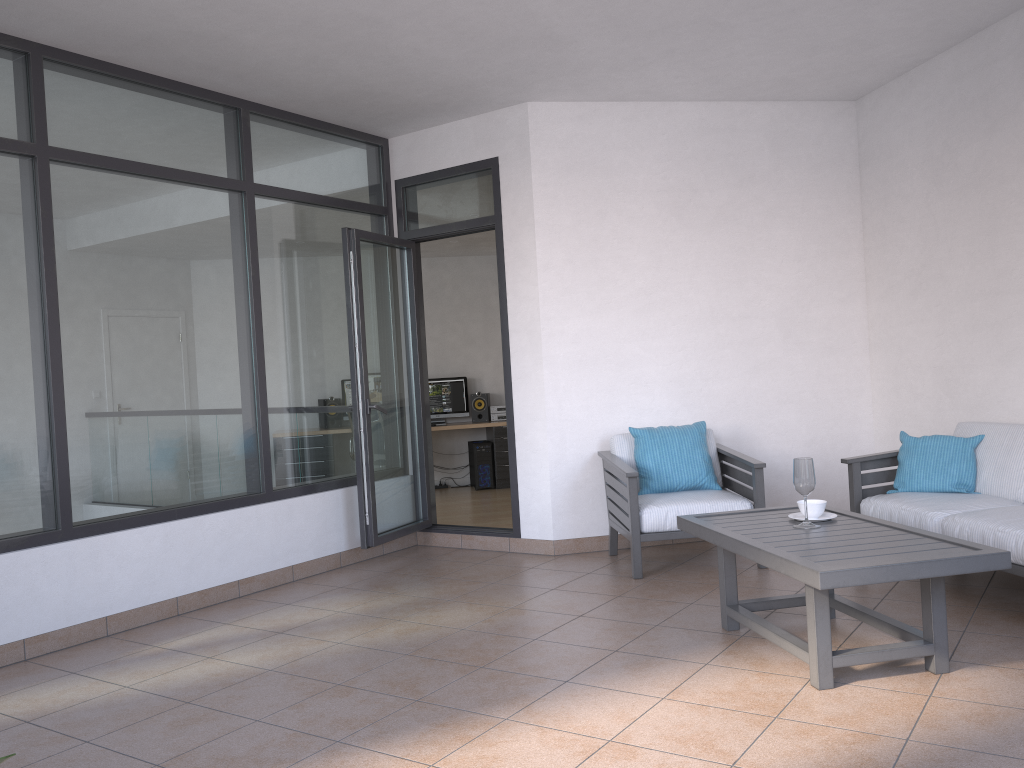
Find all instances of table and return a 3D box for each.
[{"bbox_3d":[1.241,0.825,3.562,0.710,0.473,1.260,-4,1,-11],"label":"table"}]

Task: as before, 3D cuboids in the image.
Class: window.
[{"bbox_3d":[-2.286,-0.438,4.308,0.170,2.402,5.002,-3,1,34],"label":"window"}]

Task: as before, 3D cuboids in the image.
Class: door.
[{"bbox_3d":[-0.552,-0.206,5.811,0.905,2.500,0.924,-3,1,34],"label":"door"}]

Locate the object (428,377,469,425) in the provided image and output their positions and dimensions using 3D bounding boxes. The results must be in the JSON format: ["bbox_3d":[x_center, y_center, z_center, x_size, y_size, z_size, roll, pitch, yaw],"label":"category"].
[{"bbox_3d":[-0.866,0.201,10.272,0.716,0.535,0.190,-3,1,-6],"label":"object"}]

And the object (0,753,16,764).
[{"bbox_3d":[-0.363,0.654,0.145,0.681,1.264,0.691,-3,1,38],"label":"object"}]

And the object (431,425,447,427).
[{"bbox_3d":[-0.862,0.471,9.977,0.250,0.002,0.200,-4,1,-11],"label":"object"}]

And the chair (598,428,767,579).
[{"bbox_3d":[0.997,0.676,5.317,0.797,0.765,0.807,-3,1,-5],"label":"chair"}]

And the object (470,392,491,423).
[{"bbox_3d":[-0.363,0.262,10.326,0.198,0.354,0.249,-3,1,4],"label":"object"}]

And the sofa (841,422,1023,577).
[{"bbox_3d":[2.444,0.603,3.971,0.807,0.765,2.161,-4,1,-11],"label":"sofa"}]

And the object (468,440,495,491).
[{"bbox_3d":[-0.351,0.926,10.149,0.215,0.527,0.474,-4,1,-11],"label":"object"}]

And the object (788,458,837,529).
[{"bbox_3d":[1.256,0.448,3.803,0.203,0.284,0.337,-3,1,40],"label":"object"}]

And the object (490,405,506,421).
[{"bbox_3d":[-0.093,0.335,10.316,0.285,0.174,0.270,-3,1,4],"label":"object"}]
